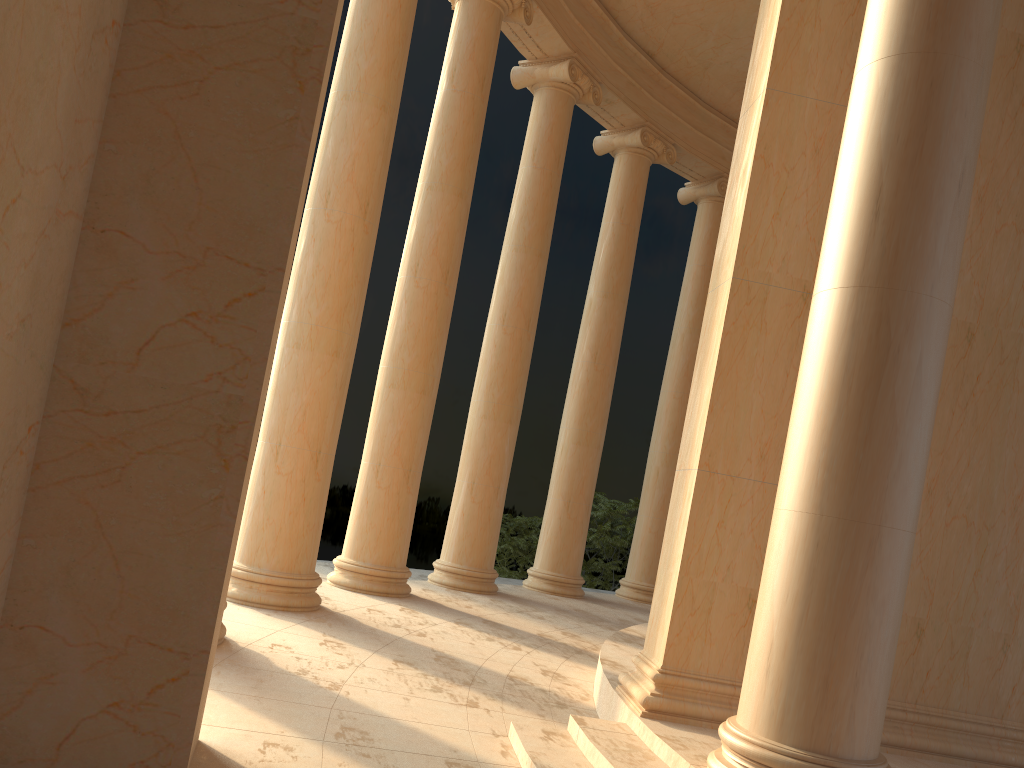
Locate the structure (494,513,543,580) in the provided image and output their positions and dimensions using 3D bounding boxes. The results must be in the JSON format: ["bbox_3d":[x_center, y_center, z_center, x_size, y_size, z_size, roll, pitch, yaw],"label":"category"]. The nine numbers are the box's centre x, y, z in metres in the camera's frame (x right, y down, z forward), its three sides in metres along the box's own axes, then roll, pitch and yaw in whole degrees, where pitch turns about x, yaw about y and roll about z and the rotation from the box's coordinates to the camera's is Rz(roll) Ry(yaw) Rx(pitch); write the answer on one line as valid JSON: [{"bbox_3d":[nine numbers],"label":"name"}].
[{"bbox_3d":[-10.670,313.151,1520.957,148.924,187.716,156.599,10,-4,7],"label":"structure"}]

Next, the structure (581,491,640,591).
[{"bbox_3d":[175.319,345.799,1610.257,247.333,298.519,238.413,11,-4,-2],"label":"structure"}]
